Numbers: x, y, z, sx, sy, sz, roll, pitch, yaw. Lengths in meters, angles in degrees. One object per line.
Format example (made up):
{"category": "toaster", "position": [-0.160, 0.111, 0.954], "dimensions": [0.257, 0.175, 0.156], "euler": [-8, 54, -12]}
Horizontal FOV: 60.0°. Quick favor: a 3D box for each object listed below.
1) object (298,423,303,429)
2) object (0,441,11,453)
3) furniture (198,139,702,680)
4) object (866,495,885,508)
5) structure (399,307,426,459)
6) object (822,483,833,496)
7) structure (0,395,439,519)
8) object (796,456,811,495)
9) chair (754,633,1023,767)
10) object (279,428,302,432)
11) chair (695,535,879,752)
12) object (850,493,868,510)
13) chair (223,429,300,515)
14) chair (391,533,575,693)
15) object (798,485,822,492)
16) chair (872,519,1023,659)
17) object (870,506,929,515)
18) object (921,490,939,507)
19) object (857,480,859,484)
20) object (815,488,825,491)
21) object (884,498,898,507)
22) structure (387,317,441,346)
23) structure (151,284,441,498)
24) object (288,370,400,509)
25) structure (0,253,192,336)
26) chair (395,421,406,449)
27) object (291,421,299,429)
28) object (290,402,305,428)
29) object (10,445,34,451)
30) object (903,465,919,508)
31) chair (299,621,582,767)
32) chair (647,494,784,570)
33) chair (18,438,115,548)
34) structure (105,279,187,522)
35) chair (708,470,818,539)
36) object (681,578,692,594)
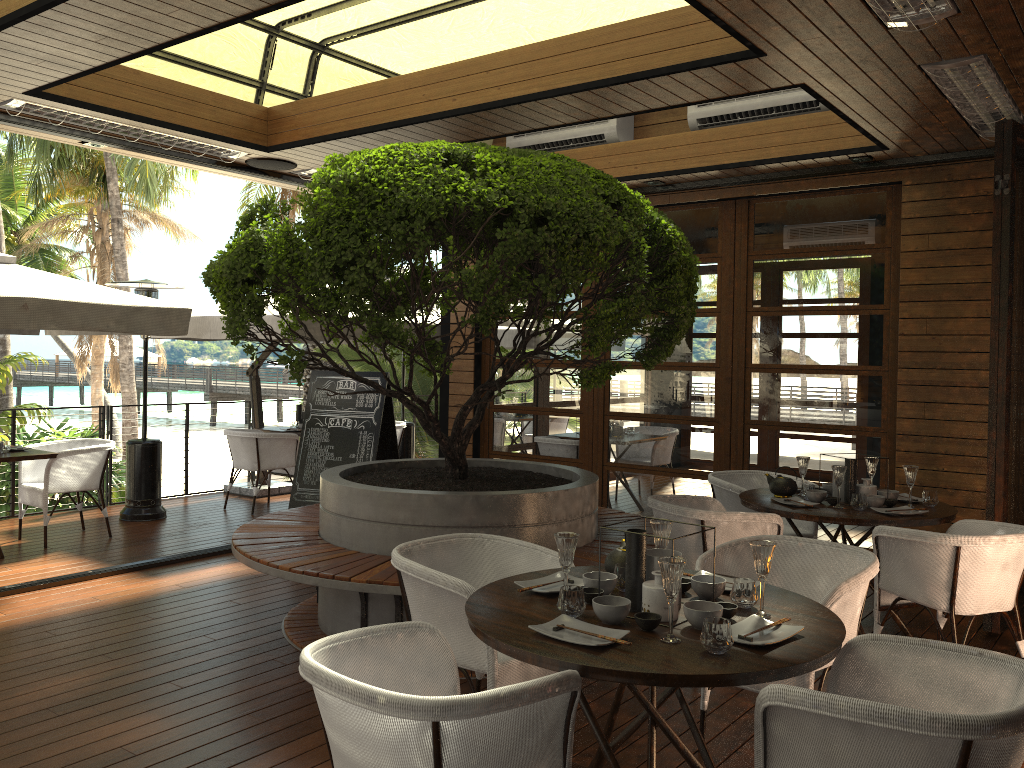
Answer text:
{"category": "object", "position": [-2.143, 0.443, 9.140], "dimensions": [0.116, 0.065, 0.116], "euler": [2, 2, 41]}
{"category": "object", "position": [-3.821, 0.474, 6.670], "dimensions": [0.086, 0.086, 0.086], "euler": [2, 2, 42]}
{"category": "furniture", "position": [-0.290, 0.040, 5.119], "dimensions": [2.569, 2.722, 2.720], "euler": [1, 1, 2]}
{"category": "object", "position": [1.981, 0.647, 4.856], "dimensions": [0.116, 0.065, 0.116], "euler": [0, 2, -42]}
{"category": "structure", "position": [-1.334, 0.091, 10.866], "dimensions": [0.699, 2.192, 0.699], "euler": [1, 1, 25]}
{"category": "object", "position": [1.917, 0.632, 5.308], "dimensions": [0.116, 0.065, 0.116], "euler": [0, 2, -42]}
{"category": "structure", "position": [-7.661, 0.865, 3.802], "dimensions": [0.163, 1.153, 26.268], "euler": [2, 2, 37]}
{"category": "object", "position": [1.727, 0.546, 5.266], "dimensions": [0.082, 0.227, 0.082], "euler": [1, 1, -29]}
{"category": "chair", "position": [0.994, 1.094, 2.242], "dimensions": [0.617, 0.788, 0.627], "euler": [2, 1, 43]}
{"category": "object", "position": [-2.199, 0.467, 8.986], "dimensions": [0.295, 0.025, 0.170], "euler": [2, 2, 37]}
{"category": "chair", "position": [1.108, 1.058, 3.544], "dimensions": [0.627, 0.788, 0.617], "euler": [2, 1, 43]}
{"category": "object", "position": [1.874, 0.636, 4.785], "dimensions": [0.086, 0.086, 0.086], "euler": [2, 1, 32]}
{"category": "chair", "position": [-2.488, 0.838, 8.721], "dimensions": [0.627, 0.788, 0.617], "euler": [2, 1, 38]}
{"category": "chair", "position": [-0.136, 1.037, 3.464], "dimensions": [0.617, 0.788, 0.627], "euler": [2, 1, 43]}
{"category": "object", "position": [1.798, 0.646, 5.448], "dimensions": [0.294, 0.025, 0.170], "euler": [1, 2, -18]}
{"category": "chair", "position": [2.135, 1.056, 4.255], "dimensions": [0.627, 0.788, 0.617], "euler": [1, 1, -22]}
{"category": "object", "position": [2.074, 0.673, 4.697], "dimensions": [0.294, 0.025, 0.170], "euler": [1, 2, -18]}
{"category": "object", "position": [2.330, 0.640, 4.944], "dimensions": [0.086, 0.086, 0.086], "euler": [2, 1, 37]}
{"category": "object", "position": [2.047, 0.623, 5.339], "dimensions": [0.086, 0.086, 0.086], "euler": [2, 1, 32]}
{"category": "object", "position": [1.819, 0.643, 5.276], "dimensions": [0.080, 0.042, 0.080], "euler": [1, 2, -19]}
{"category": "object", "position": [2.091, 0.659, 4.904], "dimensions": [0.080, 0.042, 0.080], "euler": [1, 2, -19]}
{"category": "structure", "position": [-0.100, 0.016, 12.020], "dimensions": [2.414, 2.332, 2.414], "euler": [2, 1, 37]}
{"category": "structure", "position": [-2.125, 0.058, 9.318], "dimensions": [2.414, 2.332, 2.414], "euler": [2, 1, 37]}
{"category": "object", "position": [-1.421, 0.584, 7.714], "dimensions": [0.768, 1.396, 0.771], "euler": [1, 1, 21]}
{"category": "structure", "position": [-4.150, 0.099, 6.616], "dimensions": [2.414, 2.332, 2.414], "euler": [2, 1, 37]}
{"category": "chair", "position": [-1.537, 0.819, 9.950], "dimensions": [0.627, 0.788, 0.617], "euler": [2, 1, 38]}
{"category": "object", "position": [-2.243, 0.429, 9.189], "dimensions": [0.086, 0.086, 0.086], "euler": [2, 2, 42]}
{"category": "object", "position": [-2.201, 0.335, 9.406], "dimensions": [0.263, 0.264, 0.263], "euler": [1, 1, -8]}
{"category": "object", "position": [-3.864, 0.498, 6.878], "dimensions": [0.295, 0.025, 0.170], "euler": [2, 2, 37]}
{"category": "object", "position": [2.200, 0.566, 4.896], "dimensions": [0.082, 0.227, 0.082], "euler": [1, 1, -29]}
{"category": "chair", "position": [-0.208, 1.070, 2.287], "dimensions": [0.627, 0.788, 0.617], "euler": [2, 1, 43]}
{"category": "chair", "position": [1.064, 1.020, 4.804], "dimensions": [0.616, 0.788, 0.627], "euler": [1, 1, -22]}
{"category": "chair", "position": [-3.594, 0.862, 7.204], "dimensions": [0.627, 0.788, 0.617], "euler": [2, 1, 38]}
{"category": "structure", "position": [-3.372, 0.133, 8.146], "dimensions": [0.699, 2.192, 0.699], "euler": [1, 1, 25]}
{"category": "chair", "position": [1.628, 1.000, 5.840], "dimensions": [0.627, 0.788, 0.617], "euler": [1, 1, -22]}
{"category": "object", "position": [0.573, 0.687, 3.008], "dimensions": [0.080, 0.042, 0.080], "euler": [1, 1, 2]}
